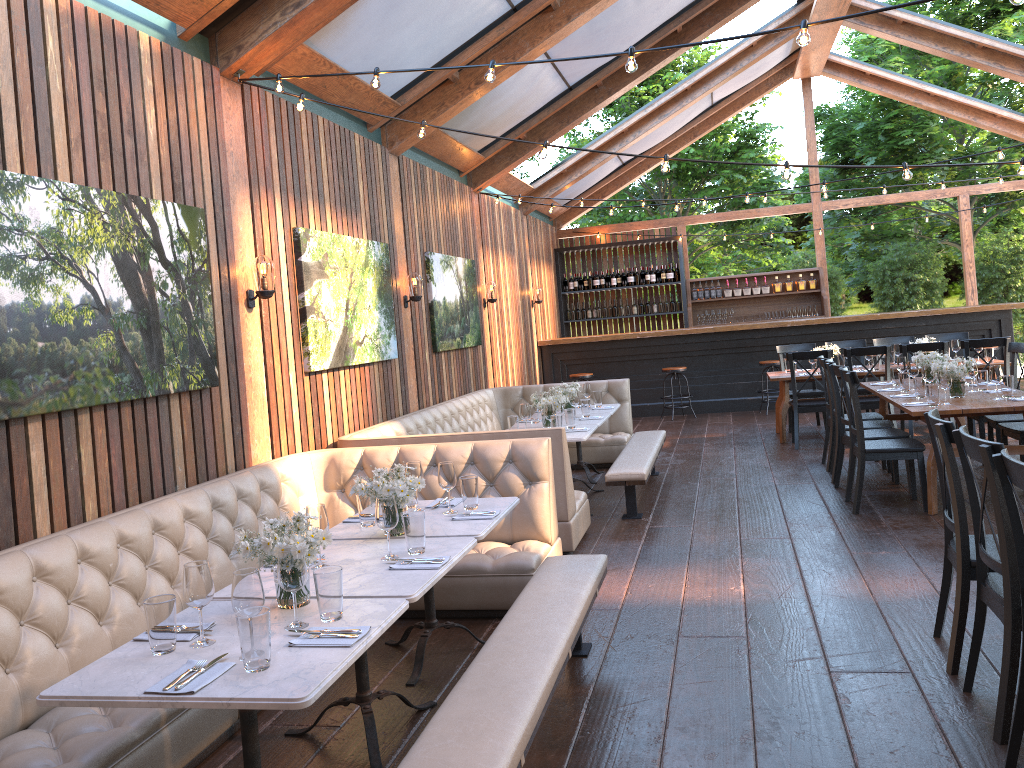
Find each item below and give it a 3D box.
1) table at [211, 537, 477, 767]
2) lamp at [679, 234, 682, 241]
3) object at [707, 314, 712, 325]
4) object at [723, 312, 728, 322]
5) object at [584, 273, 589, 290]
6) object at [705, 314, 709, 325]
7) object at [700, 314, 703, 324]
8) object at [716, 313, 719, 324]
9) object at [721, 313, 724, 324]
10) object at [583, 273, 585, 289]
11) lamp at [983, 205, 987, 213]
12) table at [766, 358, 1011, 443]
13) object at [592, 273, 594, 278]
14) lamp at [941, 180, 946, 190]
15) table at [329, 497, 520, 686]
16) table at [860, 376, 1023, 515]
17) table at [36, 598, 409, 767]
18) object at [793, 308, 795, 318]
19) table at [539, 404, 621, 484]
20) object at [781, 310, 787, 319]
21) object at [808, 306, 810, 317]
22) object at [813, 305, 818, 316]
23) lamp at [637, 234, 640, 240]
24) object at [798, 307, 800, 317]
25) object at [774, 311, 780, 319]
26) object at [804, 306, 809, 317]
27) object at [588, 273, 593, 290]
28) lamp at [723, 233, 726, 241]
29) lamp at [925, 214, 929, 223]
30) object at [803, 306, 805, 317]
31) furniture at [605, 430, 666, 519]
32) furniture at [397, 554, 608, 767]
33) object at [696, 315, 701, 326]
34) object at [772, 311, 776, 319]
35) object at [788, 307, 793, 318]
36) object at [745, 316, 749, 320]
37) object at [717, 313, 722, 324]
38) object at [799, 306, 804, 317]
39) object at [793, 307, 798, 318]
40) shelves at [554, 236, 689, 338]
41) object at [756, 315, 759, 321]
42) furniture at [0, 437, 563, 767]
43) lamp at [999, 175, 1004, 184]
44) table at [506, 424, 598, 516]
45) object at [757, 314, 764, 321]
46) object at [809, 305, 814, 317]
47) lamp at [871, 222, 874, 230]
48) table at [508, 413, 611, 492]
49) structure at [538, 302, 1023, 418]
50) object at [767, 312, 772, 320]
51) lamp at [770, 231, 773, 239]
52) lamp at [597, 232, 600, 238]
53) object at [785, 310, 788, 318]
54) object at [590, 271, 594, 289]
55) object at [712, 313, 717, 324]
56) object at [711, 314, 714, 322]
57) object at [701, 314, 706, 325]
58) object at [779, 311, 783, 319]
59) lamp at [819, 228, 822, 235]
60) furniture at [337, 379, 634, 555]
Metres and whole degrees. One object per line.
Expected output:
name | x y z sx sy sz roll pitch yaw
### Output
table | -0.593 1.040 3.455 0.797 0.672 0.801 -4 2 14
lamp | 2.852 -2.483 14.997 0.056 0.119 0.062 -5 1 19
object | 3.364 -1.103 15.059 0.070 0.185 0.070 -5 0 18
object | 3.620 -1.121 15.003 0.070 0.185 0.070 -5 0 18
object | 1.300 -1.805 15.567 0.078 0.312 0.078 -5 0 9
object | 3.351 -1.109 15.157 0.070 0.185 0.070 -5 0 18
object | 3.265 -1.102 15.167 0.070 0.185 0.070 -5 0 18
object | 3.526 -1.121 15.118 0.070 0.185 0.070 -5 0 18
object | 3.605 -1.126 15.093 0.070 0.185 0.070 -5 0 18
object | 1.289 -1.809 15.659 0.077 0.309 0.077 -5 0 -8
lamp | 6.785 -2.513 12.700 0.056 0.120 0.056 -5 1 -21
table | 4.158 0.183 9.903 2.427 0.730 0.953 -4 3 14
object | 1.450 -1.825 15.723 0.077 0.307 0.077 -5 0 30
lamp | 5.400 -2.493 11.082 0.056 0.121 0.056 -4 1 33
table | -0.403 0.971 4.248 0.797 0.672 0.801 -4 2 13
table | 3.522 0.420 7.144 0.949 0.729 2.438 -4 4 14
table | -0.783 1.109 2.661 0.797 0.672 0.801 -4 2 13
object | 4.731 -1.199 14.805 0.073 0.181 0.073 -5 1 -12
table | 0.651 0.589 8.642 0.797 0.672 0.801 -4 2 13
object | 4.597 -1.172 14.949 0.097 0.134 0.097 -5 1 0
object | 4.972 -1.216 14.757 0.073 0.181 0.073 -5 1 -12
object | 5.029 -1.213 14.636 0.073 0.181 0.073 -5 1 -12
lamp | 2.195 -2.557 15.385 0.058 0.119 0.056 -5 1 -32
object | 4.808 -1.205 14.796 0.073 0.181 0.073 -5 1 -12
object | 4.485 -1.163 14.958 0.097 0.134 0.097 -5 1 0
object | 4.886 -1.204 14.683 0.073 0.181 0.073 -5 1 -12
object | 1.371 -1.802 15.506 0.075 0.303 0.075 -5 0 30
lamp | 3.510 -2.429 14.615 0.056 0.119 0.061 -5 1 13
lamp | 6.131 -2.447 13.078 0.056 0.121 0.056 -5 1 -24
object | 4.887 -1.211 14.786 0.073 0.181 0.073 -5 1 -12
furniture | 1.123 0.750 7.692 0.312 0.398 2.335 -4 4 14
furniture | 0.069 1.132 3.298 0.312 0.398 2.335 -4 4 14
object | 3.188 -1.092 15.107 0.070 0.185 0.070 -5 0 18
object | 4.464 -1.171 15.102 0.097 0.134 0.097 -5 1 0
object | 4.649 -1.188 14.740 0.073 0.181 0.073 -5 1 -12
object | 4.019 -1.124 15.217 0.124 0.096 0.124 -4 3 25
object | 3.524 -1.113 15.012 0.070 0.185 0.070 -5 0 18
object | 4.807 -1.198 14.702 0.073 0.181 0.073 -5 1 -12
object | 4.725 -1.192 14.712 0.073 0.181 0.073 -5 1 -12
shelves | 1.984 -1.066 15.560 2.200 2.829 0.502 -4 0 14
object | 4.233 -1.140 15.196 0.124 0.096 0.124 -4 3 25
furniture | -1.026 0.975 3.559 1.707 0.858 4.170 -4 4 14
lamp | 6.153 -2.573 11.135 0.056 0.121 0.056 -4 1 30
table | 0.271 0.727 7.056 0.797 0.672 0.801 -4 2 13
object | 4.221 -1.129 15.041 0.124 0.096 0.124 -4 3 25
object | 4.967 -1.210 14.680 0.073 0.181 0.073 -5 1 -12
lamp | 5.485 -2.408 13.471 0.056 0.121 0.056 -5 1 -18
table | 0.461 0.658 7.849 0.797 0.672 0.801 -4 2 14
structure | 3.843 -0.285 13.204 6.792 1.275 0.858 -4 1 14
object | 4.368 -1.155 14.993 0.097 0.134 0.097 -5 1 0
lamp | 4.178 -2.398 14.246 0.056 0.121 0.056 -5 1 -44
lamp | 1.533 -2.650 15.746 0.056 0.118 0.067 -5 1 0
object | 4.684 -1.185 15.035 0.097 0.134 0.097 -5 1 0
object | 1.400 -1.829 15.648 0.087 0.334 0.087 -5 0 -6
object | 3.454 -1.111 15.058 0.070 0.185 0.070 -5 0 18
object | 3.434 -1.115 15.142 0.070 0.185 0.070 -5 0 18
object | 3.270 -1.097 15.081 0.070 0.185 0.070 -5 0 18
object | 4.574 -1.177 15.060 0.097 0.134 0.097 -5 1 0
lamp | 4.826 -2.388 13.843 0.059 0.119 0.056 -5 1 -13
furniture | 0.028 0.593 7.957 1.707 0.858 4.170 -4 4 14
